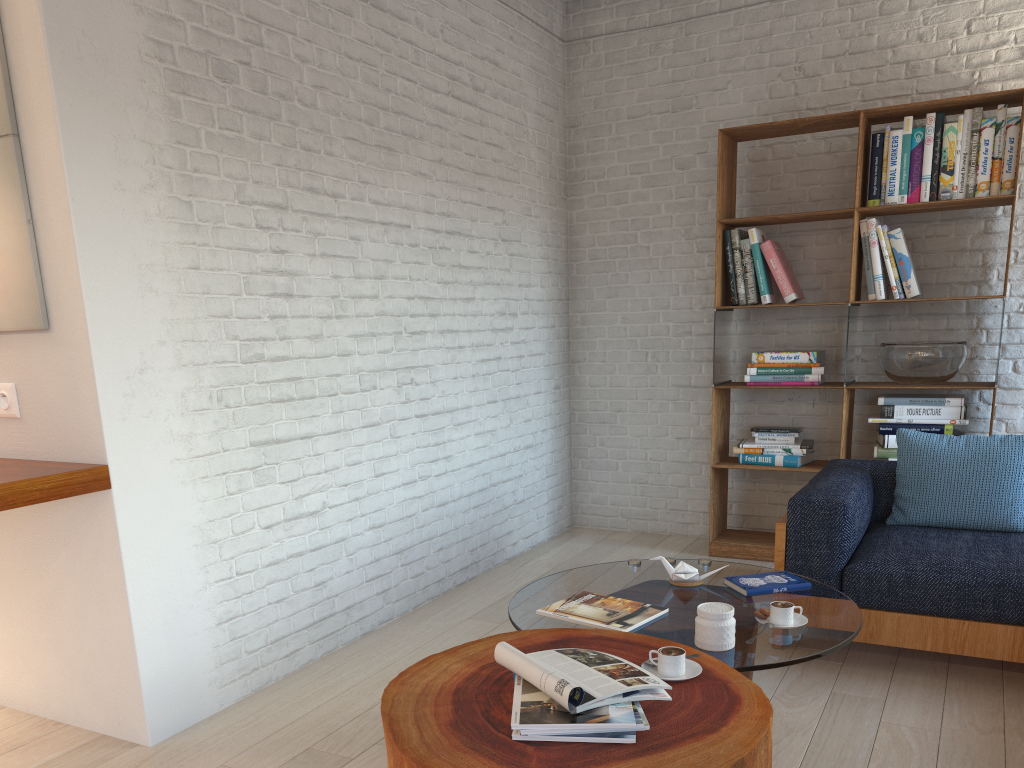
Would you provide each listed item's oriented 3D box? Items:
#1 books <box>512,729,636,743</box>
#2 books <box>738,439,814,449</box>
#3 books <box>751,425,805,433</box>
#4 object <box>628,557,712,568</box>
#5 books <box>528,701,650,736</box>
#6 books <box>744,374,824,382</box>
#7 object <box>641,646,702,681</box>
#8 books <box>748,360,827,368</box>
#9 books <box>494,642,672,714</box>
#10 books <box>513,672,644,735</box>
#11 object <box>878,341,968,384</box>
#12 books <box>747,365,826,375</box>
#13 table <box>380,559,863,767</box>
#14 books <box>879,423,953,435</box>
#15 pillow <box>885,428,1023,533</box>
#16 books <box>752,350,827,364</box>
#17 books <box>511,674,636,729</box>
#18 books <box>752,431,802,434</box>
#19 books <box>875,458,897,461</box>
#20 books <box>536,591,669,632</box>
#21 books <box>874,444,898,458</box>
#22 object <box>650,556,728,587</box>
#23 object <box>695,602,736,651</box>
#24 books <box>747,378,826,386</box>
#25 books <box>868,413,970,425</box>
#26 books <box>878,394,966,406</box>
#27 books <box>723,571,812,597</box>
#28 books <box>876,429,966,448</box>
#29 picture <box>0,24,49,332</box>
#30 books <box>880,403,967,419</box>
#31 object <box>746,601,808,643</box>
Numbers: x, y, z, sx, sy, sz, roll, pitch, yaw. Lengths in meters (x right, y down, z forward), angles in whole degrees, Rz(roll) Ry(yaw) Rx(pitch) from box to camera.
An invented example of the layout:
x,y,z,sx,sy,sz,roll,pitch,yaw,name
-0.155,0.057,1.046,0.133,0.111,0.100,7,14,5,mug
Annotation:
x,y,z,sx,sy,sz,roll,pitch,yaw,name
0.145,0.714,1.931,0.252,0.011,0.309,-1,4,8,books
1.427,0.322,4.705,0.379,0.019,0.237,-1,4,21,books
1.431,0.242,4.694,0.251,0.017,0.158,0,4,28,books
0.572,0.646,3.169,0.302,0.028,0.066,-2,5,6,object
0.150,0.702,1.943,0.252,0.011,0.309,-2,4,-2,books
1.440,-0.038,4.603,0.379,0.037,0.238,0,4,23,books
0.391,0.673,2.126,0.146,0.057,0.170,0,5,17,object
1.452,-0.105,4.594,0.354,0.021,0.265,0,4,27,books
0.157,0.663,1.988,0.270,0.112,0.316,-5,6,-29,books
0.136,0.692,1.928,0.252,0.011,0.309,-2,4,-2,books
2.023,-0.104,4.309,0.398,0.208,0.394,-4,6,-20,object
1.445,-0.075,4.583,0.379,0.037,0.238,0,4,22,books
0.323,0.910,2.490,1.070,0.460,1.789,2,6,34,table
2.010,0.212,4.352,0.326,0.057,0.248,0,5,23,books
1.836,0.392,3.551,0.553,0.422,0.217,2,12,27,pillow
1.457,-0.143,4.579,0.325,0.057,0.249,0,5,30,books
0.130,0.682,1.918,0.252,0.011,0.309,-2,4,3,books
1.435,0.254,4.709,0.242,0.008,0.152,0,4,28,books
2.035,0.394,4.396,0.379,0.066,0.238,0,5,22,books
0.277,0.698,2.680,0.315,0.011,0.248,1,5,41,books
2.041,0.332,4.398,0.360,0.057,0.276,0,5,30,books
0.597,0.627,2.955,0.191,0.094,0.183,-6,7,-36,object
0.553,0.659,2.374,0.107,0.111,0.106,7,12,44,object
1.452,-0.010,4.611,0.354,0.021,0.265,0,4,28,books
2.030,0.173,4.346,0.443,0.021,0.265,0,4,28,books
2.036,0.077,4.333,0.378,0.037,0.238,0,5,28,books
0.840,0.659,2.878,0.231,0.023,0.158,-3,4,-13,books
2.042,0.273,4.364,0.379,0.066,0.237,-1,5,15,books
-1.668,-0.669,2.578,0.652,1.049,0.019,4,15,27,picture
2.044,0.128,4.347,0.379,0.066,0.238,0,5,22,books
0.758,0.673,2.478,0.154,0.059,0.263,0,5,21,object
